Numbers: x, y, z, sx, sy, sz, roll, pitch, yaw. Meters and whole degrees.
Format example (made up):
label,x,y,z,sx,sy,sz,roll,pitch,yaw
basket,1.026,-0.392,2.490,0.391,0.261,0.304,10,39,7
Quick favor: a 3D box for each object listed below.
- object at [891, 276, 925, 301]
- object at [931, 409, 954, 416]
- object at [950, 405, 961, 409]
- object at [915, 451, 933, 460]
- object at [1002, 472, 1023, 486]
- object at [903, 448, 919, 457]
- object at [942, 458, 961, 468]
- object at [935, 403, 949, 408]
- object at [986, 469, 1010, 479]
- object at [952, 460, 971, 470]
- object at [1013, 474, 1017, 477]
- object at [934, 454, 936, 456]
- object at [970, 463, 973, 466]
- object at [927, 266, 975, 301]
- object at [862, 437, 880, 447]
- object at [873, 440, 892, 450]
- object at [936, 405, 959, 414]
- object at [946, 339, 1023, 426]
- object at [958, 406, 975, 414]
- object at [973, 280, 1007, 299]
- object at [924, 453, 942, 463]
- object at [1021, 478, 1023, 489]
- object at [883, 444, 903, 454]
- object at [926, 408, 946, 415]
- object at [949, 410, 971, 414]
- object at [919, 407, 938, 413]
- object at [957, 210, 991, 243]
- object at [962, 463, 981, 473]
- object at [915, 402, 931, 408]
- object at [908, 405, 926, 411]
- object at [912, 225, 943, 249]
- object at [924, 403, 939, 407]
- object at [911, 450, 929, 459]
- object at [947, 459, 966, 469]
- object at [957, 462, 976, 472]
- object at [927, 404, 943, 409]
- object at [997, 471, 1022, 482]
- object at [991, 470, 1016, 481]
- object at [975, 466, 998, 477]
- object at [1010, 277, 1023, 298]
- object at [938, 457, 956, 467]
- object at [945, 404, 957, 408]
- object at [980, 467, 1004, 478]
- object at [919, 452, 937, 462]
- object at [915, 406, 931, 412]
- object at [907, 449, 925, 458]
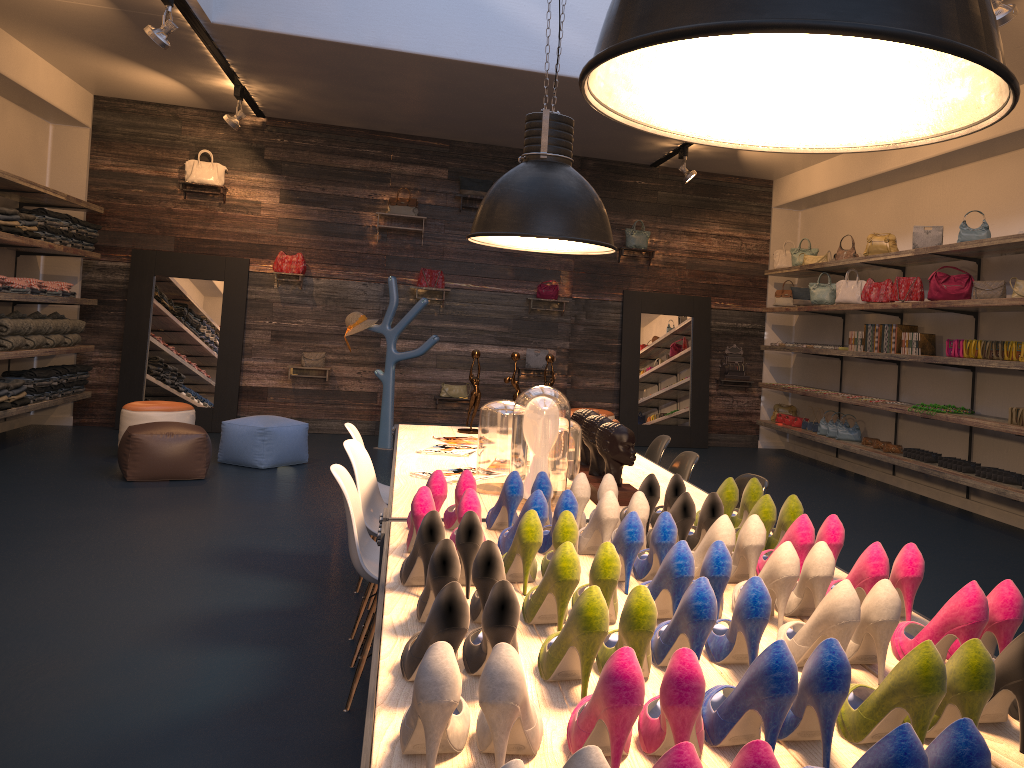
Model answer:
label,x,y,z,sx,sy,sz,roll,pitch,yaw
object,3.707,-0.897,8.151,0.146,0.250,0.294,4,2,-38
object,3.691,0.245,7.465,0.246,0.058,0.079,3,2,-19
object,3.912,0.220,7.664,0.254,0.073,0.078,2,3,-36
object,3.792,0.661,7.980,0.193,0.088,0.063,3,1,-14
object,3.935,0.745,6.796,0.174,0.088,0.070,5,1,28
object,3.767,0.646,8.180,0.193,0.088,0.063,3,1,-14
object,3.841,0.689,7.578,0.193,0.088,0.063,3,1,-14
object,3.889,0.205,7.863,0.224,0.053,0.089,5,3,19
object,3.912,0.731,6.994,0.177,0.088,0.069,5,1,18
object,3.857,0.699,7.443,0.193,0.088,0.063,3,1,-14
object,3.934,0.717,6.792,0.044,0.022,0.012,5,1,26
object,3.810,0.642,7.844,0.049,0.022,0.011,3,0,-16
object,3.875,0.681,7.307,0.049,0.022,0.011,3,0,-16
object,3.856,-0.883,7.634,0.364,0.337,0.284,3,1,-23
object,3.718,0.595,8.946,0.213,0.083,0.235,4,3,1
object,3.731,0.612,8.690,0.224,0.083,0.222,3,3,-21
object,3.780,0.219,7.532,0.242,0.067,0.082,3,2,-8
object,4.058,-0.200,6.580,0.470,1.135,2.604,4,3,-7
object,3.951,0.227,7.578,0.255,0.067,0.078,2,3,-35
object,3.910,-0.767,7.108,0.248,0.175,0.112,6,2,41
object,3.808,0.670,7.848,0.193,0.088,0.063,3,1,-14
object,3.960,0.760,6.588,0.185,0.088,0.066,4,1,3
object,3.721,0.628,8.430,0.224,0.083,0.222,3,3,-21
object,3.694,0.239,7.557,0.246,0.058,0.079,3,2,-19
object,3.860,0.253,7.512,0.246,0.058,0.079,3,2,-19
object,3.670,0.232,7.640,0.246,0.058,0.079,3,2,-19
object,3.898,-1.320,7.313,0.260,0.283,0.101,4,0,23
object,3.873,0.708,7.312,0.193,0.088,0.063,3,1,-14
object,3.721,0.198,7.791,0.243,0.063,0.081,3,2,-10
object,3.654,0.220,7.819,0.246,0.058,0.079,3,2,-19
object,3.812,-1.338,7.951,0.257,0.230,0.084,5,0,31
object,3.759,0.207,7.707,0.241,0.068,0.081,3,2,-8
object,3.784,0.656,8.048,0.193,0.088,0.063,3,1,-14
object,3.849,0.694,7.511,0.193,0.088,0.063,3,1,-14
object,3.864,0.703,7.378,0.193,0.088,0.063,3,1,-14
object,3.743,0.210,7.617,0.241,0.064,0.083,3,2,-8
object,3.927,0.740,6.861,0.175,0.088,0.070,5,1,23
object,3.920,0.736,6.925,0.177,0.088,0.069,5,1,18
object,3.896,0.722,7.126,0.180,0.088,0.068,4,1,12
object,3.969,-0.729,6.591,0.339,0.175,0.247,5,3,31
object,3.832,0.685,7.643,0.193,0.088,0.063,3,1,-14
object,3.929,0.217,7.753,0.252,0.075,0.077,2,2,-28
object,3.903,0.726,7.060,0.178,0.088,0.068,5,1,16
object,3.800,0.665,7.915,0.193,0.088,0.063,3,1,-14
object,3.673,0.227,7.731,0.246,0.058,0.079,3,2,-19
object,3.776,0.651,8.115,0.193,0.088,0.063,3,1,-14
